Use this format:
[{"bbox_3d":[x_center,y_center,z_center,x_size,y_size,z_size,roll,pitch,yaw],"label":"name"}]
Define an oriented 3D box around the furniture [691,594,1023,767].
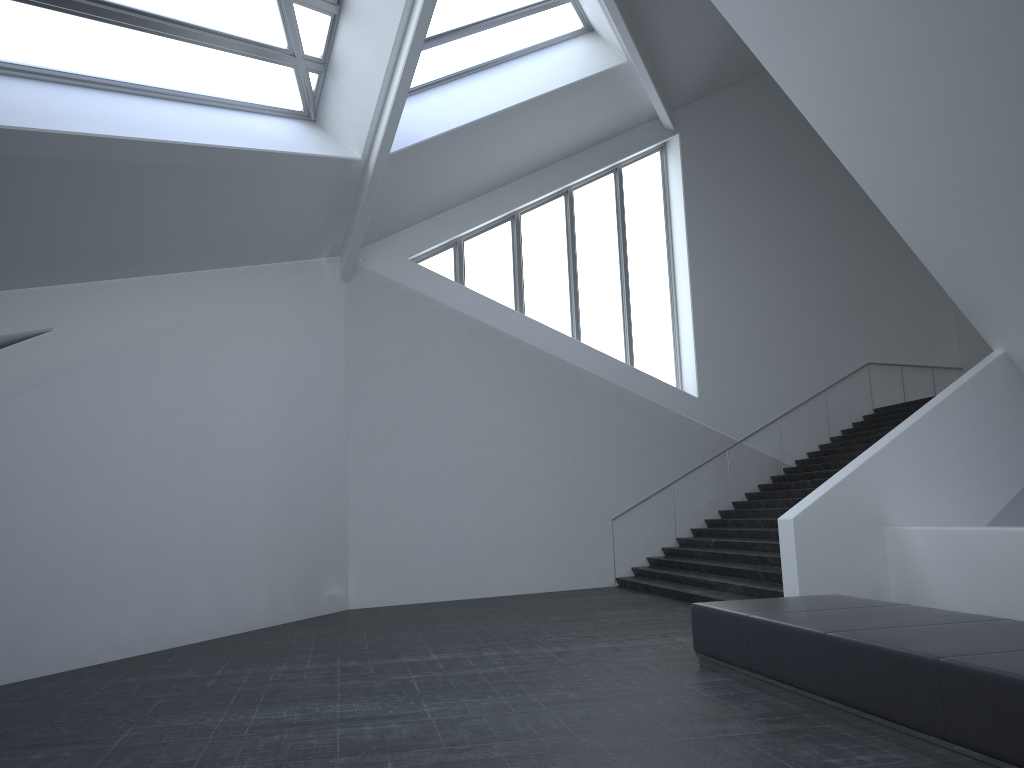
[{"bbox_3d":[2.950,1.864,5.509,1.488,0.580,5.742,-1,-9,-12],"label":"furniture"}]
